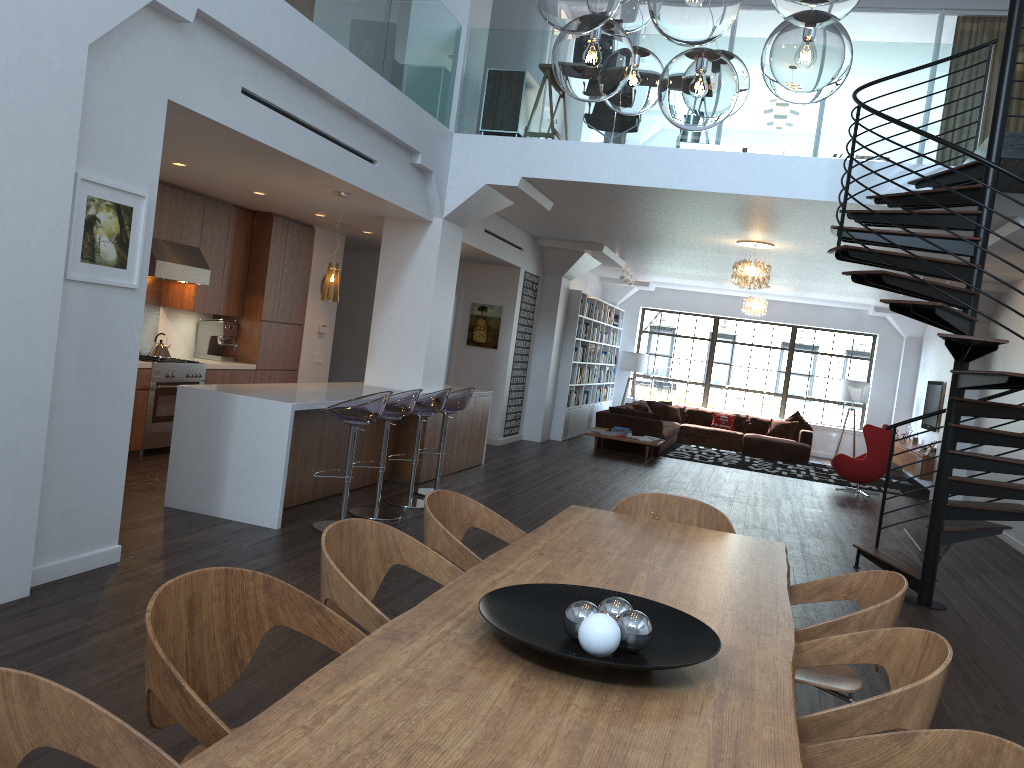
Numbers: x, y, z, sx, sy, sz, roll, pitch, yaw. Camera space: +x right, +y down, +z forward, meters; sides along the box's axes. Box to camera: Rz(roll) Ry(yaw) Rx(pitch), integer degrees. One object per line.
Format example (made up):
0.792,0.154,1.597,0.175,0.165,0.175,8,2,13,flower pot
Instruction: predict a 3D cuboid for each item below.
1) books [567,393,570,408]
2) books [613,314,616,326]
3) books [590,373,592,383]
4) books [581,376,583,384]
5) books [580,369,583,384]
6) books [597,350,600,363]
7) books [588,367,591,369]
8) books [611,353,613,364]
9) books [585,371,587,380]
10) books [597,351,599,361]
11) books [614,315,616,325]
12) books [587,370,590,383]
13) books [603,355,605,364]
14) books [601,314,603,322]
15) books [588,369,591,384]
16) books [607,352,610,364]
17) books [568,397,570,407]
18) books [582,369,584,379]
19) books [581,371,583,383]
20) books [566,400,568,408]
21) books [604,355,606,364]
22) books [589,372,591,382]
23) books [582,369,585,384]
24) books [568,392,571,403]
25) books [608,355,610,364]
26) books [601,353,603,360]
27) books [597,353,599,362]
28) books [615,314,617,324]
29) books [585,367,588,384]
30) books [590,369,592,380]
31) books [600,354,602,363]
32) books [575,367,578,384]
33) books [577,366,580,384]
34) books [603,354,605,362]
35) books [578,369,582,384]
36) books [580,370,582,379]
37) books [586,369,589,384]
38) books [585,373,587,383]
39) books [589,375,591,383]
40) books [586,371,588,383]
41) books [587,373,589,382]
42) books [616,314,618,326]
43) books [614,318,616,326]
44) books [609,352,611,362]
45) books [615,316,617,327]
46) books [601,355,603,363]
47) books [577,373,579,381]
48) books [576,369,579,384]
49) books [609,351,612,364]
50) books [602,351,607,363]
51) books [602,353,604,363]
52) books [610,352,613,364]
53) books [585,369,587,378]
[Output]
0.831,0.249,14.334,0.174,0.240,0.054,8,3,16,books
1.944,-1.278,17.542,0.183,0.253,0.042,8,3,16,books
1.339,-0.143,15.966,0.174,0.240,0.045,8,3,15,books
1.117,-0.142,15.171,0.183,0.253,0.034,8,3,16,books
1.099,-0.141,15.107,0.183,0.253,0.034,8,3,16,books
1.520,-0.518,16.401,0.171,0.246,0.036,8,3,16,books
1.296,-0.166,15.785,0.176,0.290,0.036,8,3,15,books
1.930,-0.527,17.851,0.174,0.236,0.142,8,3,15,books
1.210,-0.142,15.459,0.160,0.250,0.026,8,3,15,books
1.501,-0.504,16.299,0.161,0.223,0.030,8,3,16,books
1.956,-1.278,17.584,0.183,0.253,0.042,8,3,16,books
1.271,-0.140,15.716,0.174,0.240,0.045,8,3,15,books
1.700,-0.492,17.012,0.134,0.184,0.030,8,3,16,books
1.572,-1.253,16.207,0.174,0.236,0.136,8,3,15,books
1.293,-0.146,15.750,0.183,0.253,0.034,8,3,15,books
1.817,-0.524,17.424,0.174,0.240,0.054,8,3,16,books
0.855,0.257,14.406,0.161,0.223,0.032,8,3,16,books
1.138,-0.141,15.241,0.160,0.250,0.026,8,3,16,books
1.112,-0.141,15.138,0.183,0.253,0.034,8,3,16,books
0.818,0.258,14.293,0.161,0.223,0.032,8,3,16,books
1.739,-0.482,17.106,0.120,0.167,0.020,8,3,16,books
1.308,-0.150,15.832,0.180,0.259,0.060,8,3,15,books
1.149,-0.143,15.269,0.183,0.253,0.034,8,3,16,books
0.853,0.240,14.444,0.183,0.253,0.042,8,3,16,books
1.840,-0.516,17.496,0.161,0.223,0.032,8,3,16,books
1.653,-0.501,16.836,0.140,0.206,0.042,8,3,16,books
1.498,-0.520,16.336,0.183,0.253,0.039,8,3,16,books
1.980,-1.279,17.668,0.183,0.253,0.042,8,3,16,books
1.224,-0.163,15.522,0.176,0.290,0.053,8,3,15,books
1.329,-0.149,15.928,0.183,0.253,0.034,8,3,15,books
1.621,-0.482,16.703,0.109,0.171,0.017,8,3,16,books
1.002,-0.157,14.690,0.140,0.298,0.044,8,3,16,books
1.041,-0.158,14.906,0.176,0.290,0.053,8,3,16,books
1.695,-0.488,16.965,0.128,0.178,0.022,8,3,16,books
1.078,-0.137,15.027,0.171,0.246,0.057,8,3,16,books
1.085,-0.130,15.074,0.168,0.231,0.037,8,3,16,books
1.247,-0.144,15.596,0.183,0.253,0.034,8,3,15,books
1.217,-0.128,15.483,0.161,0.223,0.026,8,3,15,books
1.323,-0.146,15.872,0.160,0.250,0.026,8,3,15,books
1.234,-0.145,15.564,0.183,0.253,0.034,8,3,15,books
1.267,-0.131,15.680,0.161,0.223,0.027,8,3,15,books
2.020,-1.280,17.793,0.183,0.253,0.042,8,3,16,books
1.965,-1.279,17.626,0.183,0.253,0.042,8,3,16,books
1.862,-0.530,17.605,0.171,0.246,0.039,8,3,16,books
1.996,-1.279,17.708,0.183,0.253,0.042,8,3,16,books
1.652,-0.476,16.776,0.106,0.162,0.030,8,3,16,books
1.028,-0.124,14.868,0.161,0.223,0.027,8,3,16,books
1.018,-0.135,14.827,0.171,0.246,0.057,8,3,16,books
1.879,-0.538,17.682,0.180,0.259,0.042,8,3,16,books
1.757,-0.517,17.190,0.140,0.231,0.042,8,3,16,books
1.667,-0.494,16.873,0.139,0.191,0.036,8,3,16,books
1.908,-0.535,17.763,0.183,0.253,0.042,8,3,16,books
1.186,-0.160,15.418,0.198,0.284,0.066,8,3,15,books
